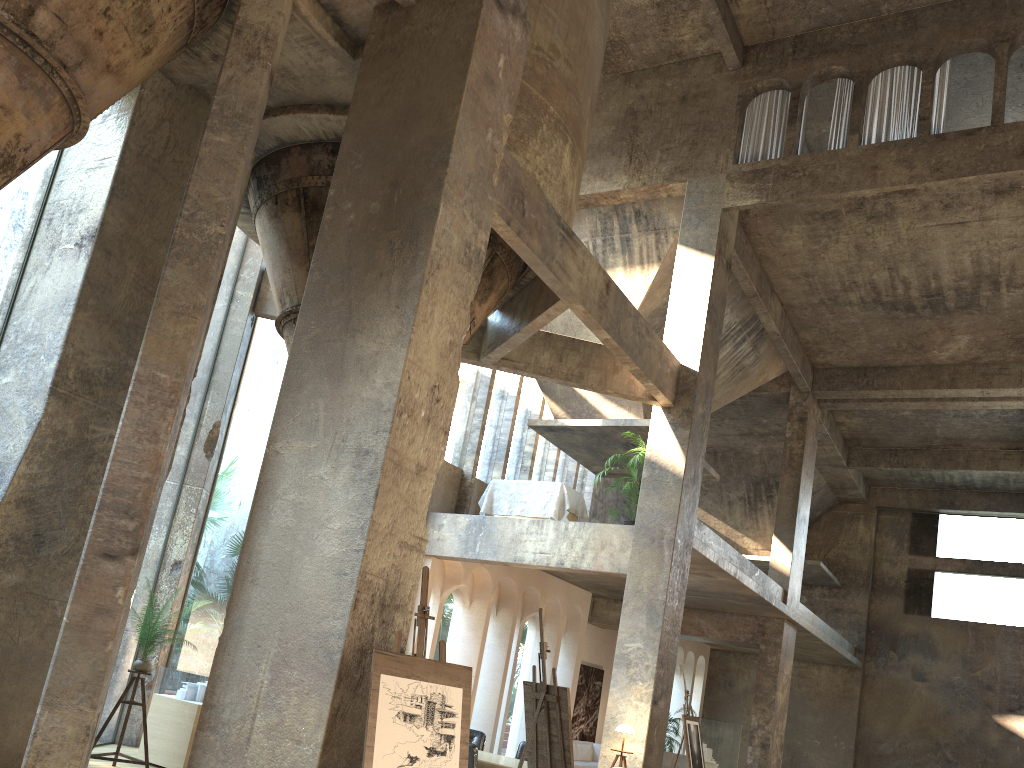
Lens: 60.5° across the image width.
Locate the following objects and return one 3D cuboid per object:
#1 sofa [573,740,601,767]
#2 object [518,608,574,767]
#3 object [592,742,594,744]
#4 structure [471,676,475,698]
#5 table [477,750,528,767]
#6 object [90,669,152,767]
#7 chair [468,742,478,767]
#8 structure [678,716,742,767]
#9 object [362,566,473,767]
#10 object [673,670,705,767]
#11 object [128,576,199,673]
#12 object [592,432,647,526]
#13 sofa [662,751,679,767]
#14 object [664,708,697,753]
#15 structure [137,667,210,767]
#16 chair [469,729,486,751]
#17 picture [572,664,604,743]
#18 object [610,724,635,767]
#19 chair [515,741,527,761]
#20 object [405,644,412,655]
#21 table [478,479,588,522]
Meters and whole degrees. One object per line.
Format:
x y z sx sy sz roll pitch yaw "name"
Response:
1.660 7.123 16.329 2.062 0.700 3.027 -1 -22 30 "sofa"
0.232 2.855 6.882 0.695 2.083 0.711 17 -14 -25 "object"
1.758 8.491 20.061 0.173 0.612 0.246 6 -14 20 "object"
-1.139 5.126 13.302 0.593 1.501 0.767 3 -16 31 "structure"
-0.628 4.402 9.705 2.407 0.679 1.142 -1 -21 31 "table"
-3.808 3.323 8.688 0.667 0.943 0.581 16 -15 -21 "object"
-0.464 4.012 8.780 0.730 0.866 0.847 -1 -19 38 "chair"
2.667 5.388 12.048 0.593 1.501 0.767 3 -16 31 "structure"
-0.594 2.135 5.254 0.715 2.083 0.691 19 -15 -31 "object"
2.300 4.795 11.350 0.682 2.083 0.724 3 -15 31 "object"
-3.545 2.404 8.737 0.858 0.912 0.710 0 -18 34 "object"
2.072 1.549 13.766 1.402 1.755 1.398 -1 -19 37 "object"
3.698 8.721 19.831 2.065 0.699 1.107 -1 -20 31 "sofa"
3.716 8.743 21.528 1.402 1.759 1.398 -1 -19 37 "object"
-3.435 3.689 9.606 0.733 0.984 0.768 2 -17 31 "structure"
-0.712 4.588 10.561 0.728 0.866 0.849 9 -16 6 "chair"
1.716 7.434 20.348 0.069 1.718 1.553 3 -17 31 "picture"
1.239 4.886 10.962 0.569 1.259 0.680 2 -16 32 "object"
0.168 4.577 10.067 0.727 0.866 0.850 3 -17 25 "chair"
-1.800 4.340 13.365 0.685 0.911 0.890 4 -17 22 "object"
0.354 2.096 14.738 1.747 0.778 1.153 -1 -20 31 "table"
